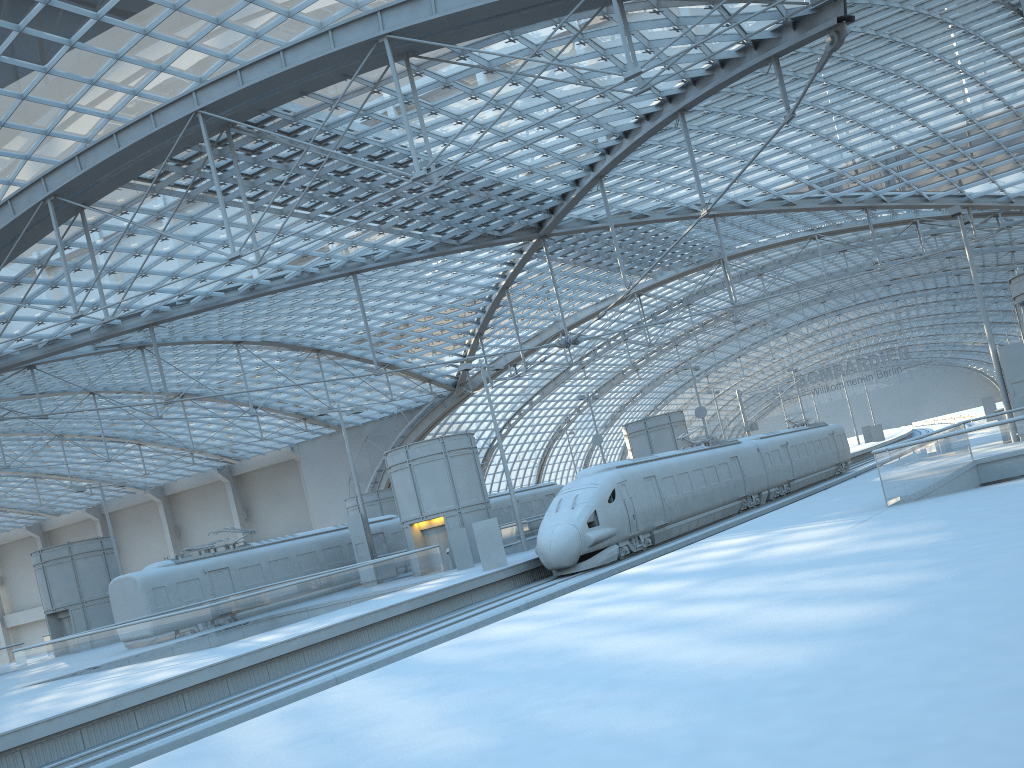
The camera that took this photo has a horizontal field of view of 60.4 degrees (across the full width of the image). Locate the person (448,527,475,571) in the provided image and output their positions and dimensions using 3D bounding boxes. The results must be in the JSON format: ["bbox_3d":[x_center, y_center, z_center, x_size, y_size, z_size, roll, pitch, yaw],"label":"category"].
[{"bbox_3d":[-1.943,6.390,33.939,0.715,1.610,0.001,-14,-1,13],"label":"person"}]

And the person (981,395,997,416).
[{"bbox_3d":[33.696,1.752,61.835,0.001,1.797,0.916,-13,-2,-32],"label":"person"}]

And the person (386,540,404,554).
[{"bbox_3d":[-5.504,8.481,42.573,0.831,1.730,0.001,-14,-1,8],"label":"person"}]

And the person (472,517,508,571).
[{"bbox_3d":[-0.719,5.407,29.585,0.879,1.704,0.001,-14,-1,8],"label":"person"}]

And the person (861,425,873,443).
[{"bbox_3d":[37.636,5.374,93.209,0.913,1.797,0.001,-15,-1,29],"label":"person"}]

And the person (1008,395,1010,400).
[{"bbox_3d":[37.356,1.532,65.770,0.001,1.610,0.815,-13,-2,-13],"label":"person"}]

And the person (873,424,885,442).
[{"bbox_3d":[35.619,4.774,85.236,0.840,1.730,0.001,-15,-1,33],"label":"person"}]

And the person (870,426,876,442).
[{"bbox_3d":[36.777,4.990,88.720,0.889,1.703,0.001,-15,-1,33],"label":"person"}]
